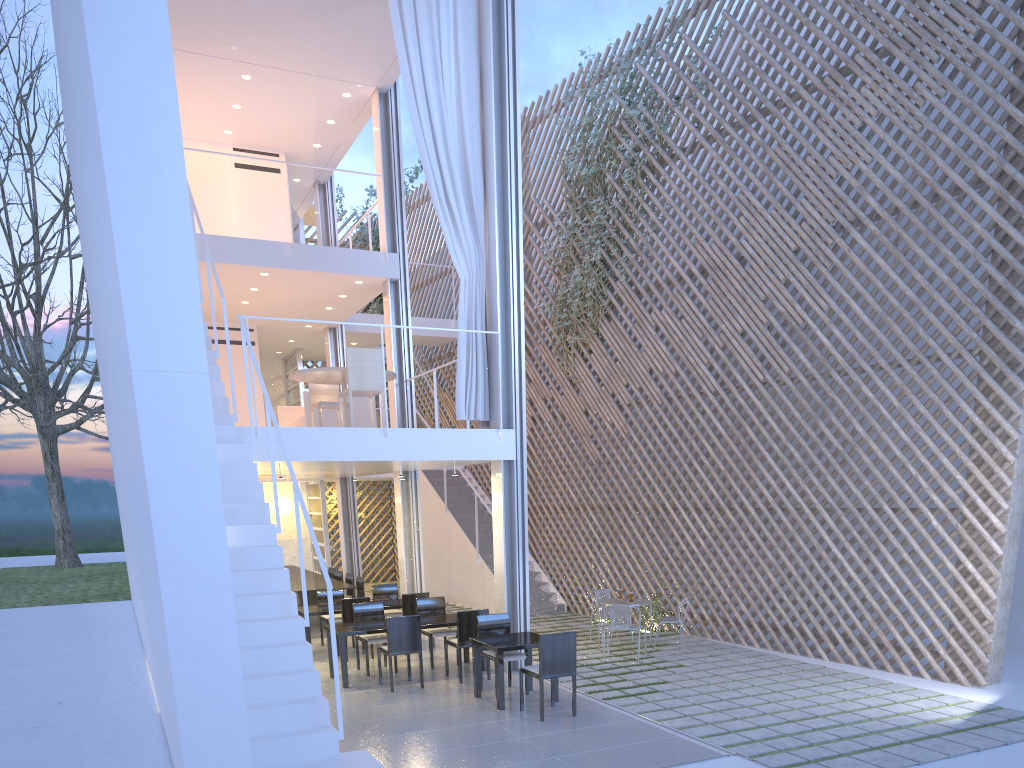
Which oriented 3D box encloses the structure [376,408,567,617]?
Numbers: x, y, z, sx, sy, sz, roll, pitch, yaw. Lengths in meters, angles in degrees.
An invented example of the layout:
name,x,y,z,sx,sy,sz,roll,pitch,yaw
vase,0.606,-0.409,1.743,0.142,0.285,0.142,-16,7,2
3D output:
name,x,y,z,sx,sy,sz,roll,pitch,yaw
structure,-0.556,1.146,7.660,1.158,2.051,1.915,-7,6,-32

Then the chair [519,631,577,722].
name,x,y,z,sx,sy,sz,roll,pitch,yaw
chair,0.169,1.394,3.974,0.189,0.459,0.228,-6,11,-25

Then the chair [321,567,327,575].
name,x,y,z,sx,sy,sz,roll,pitch,yaw
chair,-1.916,1.971,7.954,0.237,0.460,0.181,-5,11,-23

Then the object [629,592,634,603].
name,x,y,z,sx,sy,sz,roll,pitch,yaw
object,0.789,1.414,5.451,0.031,0.080,0.029,3,12,19

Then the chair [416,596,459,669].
name,x,y,z,sx,sy,sz,roll,pitch,yaw
chair,-0.468,1.572,5.208,0.189,0.459,0.228,-6,11,-25

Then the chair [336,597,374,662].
name,x,y,z,sx,sy,sz,roll,pitch,yaw
chair,-1.060,1.625,5.492,0.189,0.459,0.228,-6,11,-25

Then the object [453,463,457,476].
name,x,y,z,sx,sy,sz,roll,pitch,yaw
object,-1.480,0.978,5.372,1.656,0.849,1.815,0,-4,-28

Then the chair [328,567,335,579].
name,x,y,z,sx,sy,sz,roll,pitch,yaw
chair,-1.773,1.928,7.656,0.236,0.460,0.182,-6,12,-27

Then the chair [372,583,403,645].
name,x,y,z,sx,sy,sz,roll,pitch,yaw
chair,-0.893,1.697,6.072,0.189,0.459,0.228,-6,11,-25

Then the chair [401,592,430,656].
name,x,y,z,sx,sy,sz,roll,pitch,yaw
chair,-0.690,1.638,5.660,0.189,0.459,0.228,-6,11,-25

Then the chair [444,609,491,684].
name,x,y,z,sx,sy,sz,roll,pitch,yaw
chair,-0.265,1.513,4.796,0.189,0.459,0.228,-6,11,-25

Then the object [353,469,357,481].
name,x,y,z,sx,sy,sz,roll,pitch,yaw
object,-1.071,0.618,5.596,0.029,0.083,0.027,-4,12,-14

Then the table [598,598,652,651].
name,x,y,z,sx,sy,sz,roll,pitch,yaw
table,0.769,1.638,5.588,0.347,0.349,0.335,0,4,27

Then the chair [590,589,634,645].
name,x,y,z,sx,sy,sz,roll,pitch,yaw
chair,0.695,1.658,5.886,0.259,0.398,0.237,-5,9,-25

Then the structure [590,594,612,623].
name,x,y,z,sx,sy,sz,roll,pitch,yaw
structure,0.784,1.855,6.830,0.265,0.272,0.254,-3,4,-18

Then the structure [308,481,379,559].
name,x,y,z,sx,sy,sz,roll,pitch,yaw
structure,-2.008,1.466,9.968,1.128,2.095,0.275,-5,14,-23

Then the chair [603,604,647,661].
name,x,y,z,sx,sy,sz,roll,pitch,yaw
chair,0.713,1.575,5.261,0.262,0.398,0.235,1,8,19

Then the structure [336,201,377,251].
name,x,y,z,sx,sy,sz,roll,pitch,yaw
structure,-1.236,-1.022,6.724,0.027,0.573,1.676,-8,-2,-27

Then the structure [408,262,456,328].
name,x,y,z,sx,sy,sz,roll,pitch,yaw
structure,-1.085,-0.872,7.870,1.130,0.595,0.026,0,12,-24

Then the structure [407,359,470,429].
name,x,y,z,sx,sy,sz,roll,pitch,yaw
structure,-0.407,0.152,5.446,0.027,0.573,1.674,-8,-2,-27

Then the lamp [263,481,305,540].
name,x,y,z,sx,sy,sz,roll,pitch,yaw
lamp,-2.264,1.087,7.098,0.443,0.437,2.272,-3,-5,-26

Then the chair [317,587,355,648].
name,x,y,z,sx,sy,sz,roll,pitch,yaw
chair,-1.263,1.684,5.904,0.189,0.459,0.228,-6,11,-25

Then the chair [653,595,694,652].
name,x,y,z,sx,sy,sz,roll,pitch,yaw
chair,1.086,1.600,5.519,0.249,0.398,0.247,1,8,14

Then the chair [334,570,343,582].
name,x,y,z,sx,sy,sz,roll,pitch,yaw
chair,-1.643,1.885,7.351,0.235,0.460,0.182,-7,12,-29

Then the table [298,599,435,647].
name,x,y,z,sx,sy,sz,roll,pitch,yaw
table,-1.023,1.706,5.760,0.908,0.344,0.342,1,2,-25

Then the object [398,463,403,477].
name,x,y,z,sx,sy,sz,roll,pitch,yaw
object,-0.642,0.492,4.724,0.029,0.083,0.027,-4,12,-14

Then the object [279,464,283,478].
name,x,y,z,sx,sy,sz,roll,pitch,yaw
object,-1.253,0.471,4.446,0.029,0.083,0.027,-4,12,-14

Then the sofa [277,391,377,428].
name,x,y,z,sx,sy,sz,roll,pitch,yaw
sofa,-1.385,0.307,6.102,0.495,0.381,0.969,-2,-4,-26

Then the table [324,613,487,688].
name,x,y,z,sx,sy,sz,roll,pitch,yaw
table,-0.619,1.588,4.940,0.908,0.344,0.342,1,2,-25

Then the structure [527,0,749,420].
name,x,y,z,sx,sy,sz,roll,pitch,yaw
structure,0.814,-1.151,6.200,0.720,2.851,2.300,-10,9,-35

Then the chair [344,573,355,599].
name,x,y,z,sx,sy,sz,roll,pitch,yaw
chair,-1.488,1.842,7.059,0.236,0.460,0.181,-6,12,-26

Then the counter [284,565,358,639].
name,x,y,z,sx,sy,sz,roll,pitch,yaw
counter,-2.104,1.919,7.367,0.808,0.385,2.482,0,-7,-26

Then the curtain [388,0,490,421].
name,x,y,z,sx,sy,sz,roll,pitch,yaw
curtain,-0.376,-1.030,4.271,0.504,2.538,0.092,-8,15,-26

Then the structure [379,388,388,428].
name,x,y,z,sx,sy,sz,roll,pitch,yaw
structure,-1.205,0.386,7.067,0.027,0.573,1.676,-8,-2,-27

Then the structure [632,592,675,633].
name,x,y,z,sx,sy,sz,roll,pitch,yaw
structure,1.080,1.739,6.261,0.288,0.338,0.310,-5,6,-40

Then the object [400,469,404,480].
name,x,y,z,sx,sy,sz,roll,pitch,yaw
object,-0.768,0.629,5.734,0.029,0.083,0.027,-4,12,-14

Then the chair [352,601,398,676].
name,x,y,z,sx,sy,sz,roll,pitch,yaw
chair,-0.838,1.559,5.040,0.189,0.459,0.228,-6,11,-25

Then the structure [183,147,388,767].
name,x,y,z,sx,sy,sz,roll,pitch,yaw
structure,-0.859,0.002,4.184,1.702,3.458,3.564,-6,5,-26

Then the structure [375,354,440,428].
name,x,y,z,sx,sy,sz,roll,pitch,yaw
structure,-1.344,-0.047,9.094,0.523,1.975,1.218,-9,11,-32

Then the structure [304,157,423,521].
name,x,y,z,sx,sy,sz,roll,pitch,yaw
structure,-1.936,-0.129,10.514,1.092,4.737,3.195,-8,9,-29

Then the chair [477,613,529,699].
name,x,y,z,sx,sy,sz,roll,pitch,yaw
chair,-0.048,1.458,4.416,0.189,0.459,0.228,-6,11,-25

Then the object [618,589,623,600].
name,x,y,z,sx,sy,sz,roll,pitch,yaw
object,0.743,1.439,5.635,0.031,0.080,0.029,3,12,19

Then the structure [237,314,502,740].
name,x,y,z,sx,sy,sz,roll,pitch,yaw
structure,-0.362,0.528,3.760,1.348,1.873,1.394,-4,7,-25

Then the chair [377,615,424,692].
name,x,y,z,sx,sy,sz,roll,pitch,yaw
chair,-0.635,1.500,4.628,0.189,0.459,0.228,-6,11,-25

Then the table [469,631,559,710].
name,x,y,z,sx,sy,sz,roll,pitch,yaw
table,0.014,1.484,4.277,0.355,0.346,0.342,-3,4,-25

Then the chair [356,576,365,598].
name,x,y,z,sx,sy,sz,roll,pitch,yaw
chair,-1.345,1.799,6.760,0.237,0.460,0.181,-5,11,-23
